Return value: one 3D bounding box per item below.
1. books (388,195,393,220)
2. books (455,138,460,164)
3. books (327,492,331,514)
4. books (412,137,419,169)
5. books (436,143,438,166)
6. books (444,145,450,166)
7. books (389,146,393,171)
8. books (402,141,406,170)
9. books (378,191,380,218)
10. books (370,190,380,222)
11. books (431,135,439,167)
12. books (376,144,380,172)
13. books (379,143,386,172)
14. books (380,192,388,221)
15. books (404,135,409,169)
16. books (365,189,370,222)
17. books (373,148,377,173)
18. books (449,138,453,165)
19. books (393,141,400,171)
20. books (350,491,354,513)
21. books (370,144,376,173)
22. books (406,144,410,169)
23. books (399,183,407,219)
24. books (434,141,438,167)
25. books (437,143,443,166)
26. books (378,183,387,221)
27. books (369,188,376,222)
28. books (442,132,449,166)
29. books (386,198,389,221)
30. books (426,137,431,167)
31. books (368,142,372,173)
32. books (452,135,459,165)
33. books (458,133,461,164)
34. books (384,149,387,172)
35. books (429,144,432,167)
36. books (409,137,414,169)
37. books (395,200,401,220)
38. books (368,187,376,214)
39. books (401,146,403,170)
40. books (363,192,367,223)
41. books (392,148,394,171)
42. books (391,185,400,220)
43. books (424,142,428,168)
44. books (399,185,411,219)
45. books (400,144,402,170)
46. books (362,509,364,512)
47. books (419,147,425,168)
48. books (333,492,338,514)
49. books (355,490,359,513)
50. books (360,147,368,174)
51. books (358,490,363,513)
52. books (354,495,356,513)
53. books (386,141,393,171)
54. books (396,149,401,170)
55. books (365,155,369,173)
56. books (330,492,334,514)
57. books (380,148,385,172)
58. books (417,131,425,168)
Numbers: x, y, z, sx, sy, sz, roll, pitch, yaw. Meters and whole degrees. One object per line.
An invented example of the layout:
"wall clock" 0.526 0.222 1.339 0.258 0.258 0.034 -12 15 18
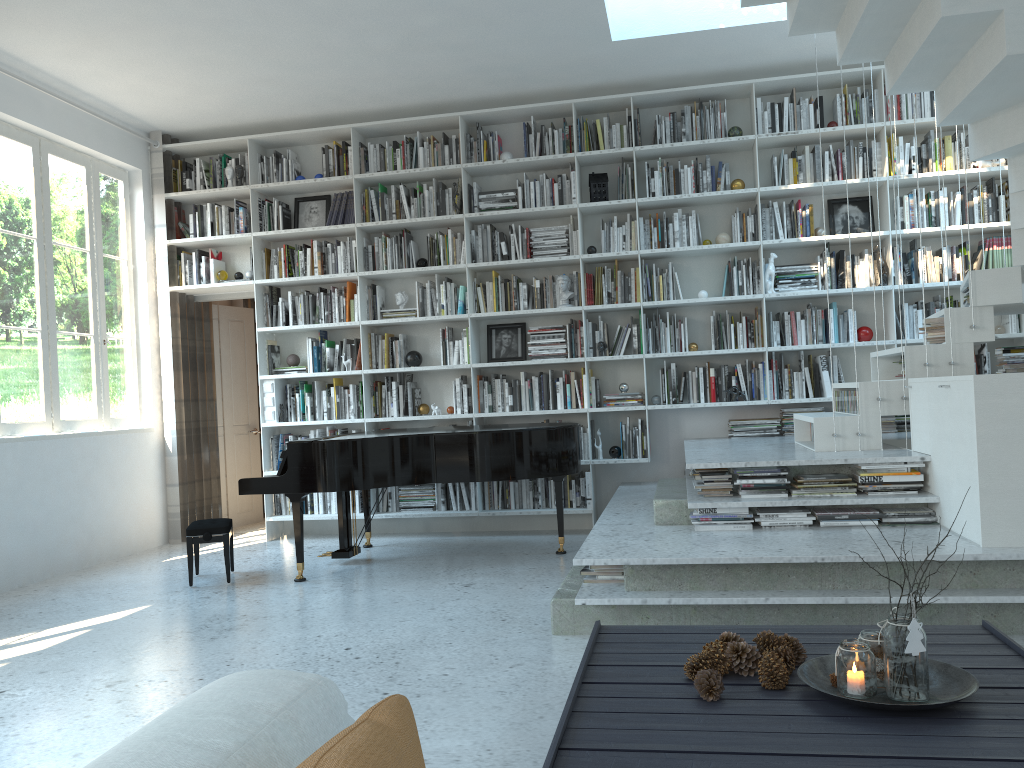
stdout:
"books" -0.910 -1.326 6.823 0.029 0.219 0.157 -3 0 11
"books" -0.393 -1.724 6.714 0.026 0.225 0.172 -3 -1 11
"books" -1.394 0.894 6.919 0.021 0.218 0.190 -3 -1 11
"books" -0.724 -1.730 6.780 0.052 0.273 0.172 -3 0 11
"books" -0.545 -1.707 6.737 0.013 0.207 0.178 -3 -1 11
"books" -0.473 -1.699 6.732 0.031 0.185 0.176 -3 -1 11
"books" -0.911 -1.701 6.848 0.025 0.235 0.129 -3 0 11
"books" -0.805 -1.715 6.798 0.013 0.251 0.183 -3 0 11
"books" -0.995 -1.342 6.839 0.011 0.260 0.157 -3 0 11
"books" -1.032 -1.347 6.854 0.067 0.274 0.168 -3 0 11
"books" -0.580 -1.734 6.749 0.014 0.266 0.192 -3 0 11
"books" -1.004 -1.705 6.840 0.023 0.251 0.170 -3 0 11
"books" -0.988 -1.705 6.833 0.012 0.250 0.174 -3 0 11
"books" -0.964 -1.334 6.826 0.031 0.242 0.181 -3 -1 11
"books" -0.794 -1.739 6.799 0.010 0.299 0.151 -3 0 11
"books" -1.096 -1.348 6.861 0.013 0.283 0.158 -3 0 11
"books" -1.027 -1.688 6.842 0.023 0.220 0.181 -3 -1 11
"books" -0.445 -1.726 6.737 0.026 0.237 0.149 -3 0 11
"books" -0.876 -1.719 6.831 0.028 0.268 0.151 -3 0 11
"books" -1.231 0.867 6.895 0.027 0.256 0.179 -3 0 11
"books" -1.054 -1.704 6.851 0.031 0.254 0.145 -3 0 11
"books" -0.771 -1.709 6.806 0.029 0.235 0.130 -3 0 11
"books" -0.833 -1.378 6.826 0.013 0.315 0.135 -3 0 11
"books" -0.560 -1.716 6.752 0.021 0.228 0.161 -3 0 11
"books" -0.526 -1.704 6.730 0.026 0.200 0.187 -3 -1 11
"books" -0.987 -1.370 6.829 0.012 0.315 0.171 -3 0 11
"books" -1.072 -1.352 6.855 0.010 0.287 0.148 -3 0 11
"books" -0.496 -1.748 6.742 0.013 0.285 0.159 -3 0 11
"books" -0.934 -1.316 6.834 0.024 0.201 0.153 -3 -1 11
"books" -0.619 -1.733 6.775 0.014 0.269 0.156 -3 0 11
"books" -1.077 -1.714 6.875 0.021 0.279 0.140 -3 0 11
"books" -0.417 -1.740 6.740 0.029 0.261 0.151 -3 0 11
"books" -0.373 -1.745 6.718 0.014 0.267 0.171 -3 0 11
"books" -0.945 -1.686 6.826 0.015 0.207 0.166 -3 -1 11
"books" -0.595 -1.707 6.780 0.029 0.213 0.141 -3 0 11
"books" -0.755 -1.730 6.788 0.013 0.276 0.164 -3 0 11
"books" -0.854 -1.309 6.822 0.034 0.180 0.160 -3 -1 11
"books" -1.079 -1.362 6.879 0.014 0.309 0.130 -3 0 11
"books" -0.816 -1.697 6.800 0.011 0.216 0.160 -3 0 11
"books" -1.115 -1.334 6.850 0.023 0.256 0.174 -3 0 11
"books" -0.894 -1.692 6.836 0.012 0.216 0.150 -3 0 11
"books" -0.886 -1.364 6.818 0.023 0.293 0.155 -3 0 11
"books" -0.638 -1.716 6.778 0.026 0.236 0.134 -3 0 11
"books" -0.793 -1.365 6.793 0.075 0.285 0.178 -3 0 11
"books" -0.828 -1.705 6.810 0.013 0.234 0.154 -3 0 11
"books" -1.112 0.861 6.886 0.065 0.256 0.155 -3 0 11
"books" -0.666 -1.692 6.775 0.031 0.190 0.181 -3 -1 11
"books" -1.342 0.906 6.901 0.031 0.188 0.190 -3 -1 11
"books" -1.171 0.844 6.877 0.021 0.295 0.188 -3 0 11
"books" -1.129 -1.691 6.859 0.029 0.237 0.156 -3 0 11
"books" -1.155 0.839 6.871 0.012 0.303 0.165 -3 0 11
"books" -1.194 0.861 6.911 0.040 0.264 0.137 -3 0 11
"books" -0.934 -1.715 6.826 0.010 0.264 0.160 -3 0 11
"books" -0.848 -1.688 6.817 0.030 0.201 0.152 -3 -1 11
"books" -1.098 -1.665 6.869 0.024 0.183 0.133 -3 0 11
"books" -1.370 0.899 6.913 0.028 0.206 0.171 -3 -1 11
"books" -0.969 -1.685 6.817 0.029 0.208 0.178 -3 -1 11
"books" -0.690 -1.753 6.787 0.014 0.315 0.166 -3 0 11
